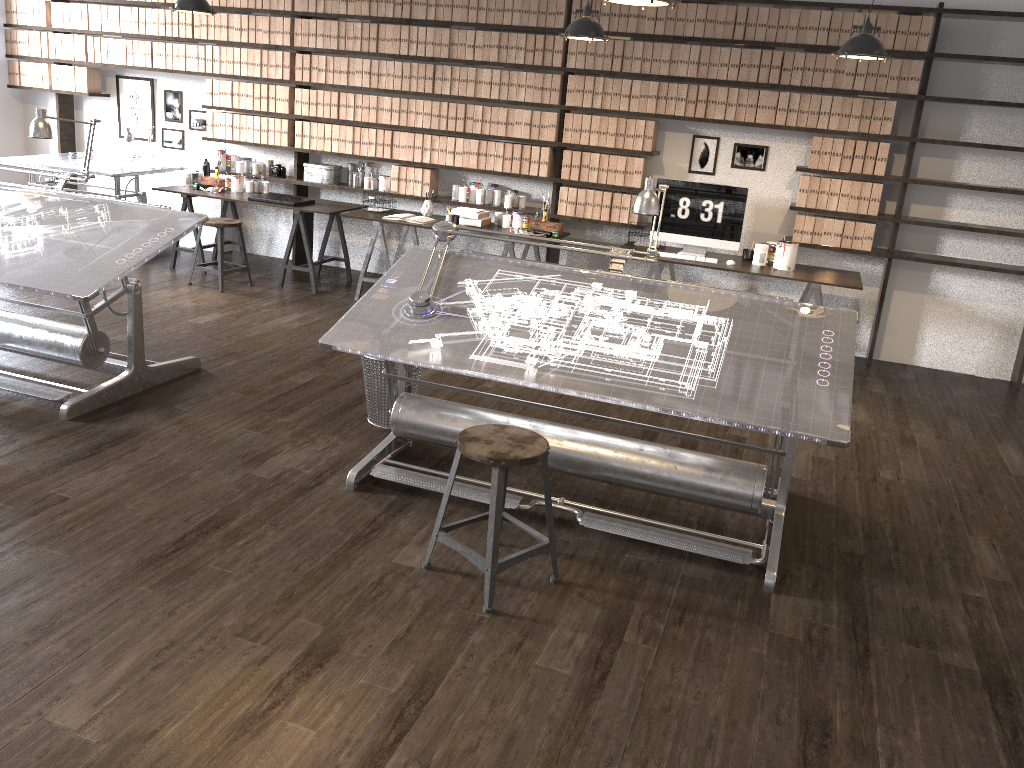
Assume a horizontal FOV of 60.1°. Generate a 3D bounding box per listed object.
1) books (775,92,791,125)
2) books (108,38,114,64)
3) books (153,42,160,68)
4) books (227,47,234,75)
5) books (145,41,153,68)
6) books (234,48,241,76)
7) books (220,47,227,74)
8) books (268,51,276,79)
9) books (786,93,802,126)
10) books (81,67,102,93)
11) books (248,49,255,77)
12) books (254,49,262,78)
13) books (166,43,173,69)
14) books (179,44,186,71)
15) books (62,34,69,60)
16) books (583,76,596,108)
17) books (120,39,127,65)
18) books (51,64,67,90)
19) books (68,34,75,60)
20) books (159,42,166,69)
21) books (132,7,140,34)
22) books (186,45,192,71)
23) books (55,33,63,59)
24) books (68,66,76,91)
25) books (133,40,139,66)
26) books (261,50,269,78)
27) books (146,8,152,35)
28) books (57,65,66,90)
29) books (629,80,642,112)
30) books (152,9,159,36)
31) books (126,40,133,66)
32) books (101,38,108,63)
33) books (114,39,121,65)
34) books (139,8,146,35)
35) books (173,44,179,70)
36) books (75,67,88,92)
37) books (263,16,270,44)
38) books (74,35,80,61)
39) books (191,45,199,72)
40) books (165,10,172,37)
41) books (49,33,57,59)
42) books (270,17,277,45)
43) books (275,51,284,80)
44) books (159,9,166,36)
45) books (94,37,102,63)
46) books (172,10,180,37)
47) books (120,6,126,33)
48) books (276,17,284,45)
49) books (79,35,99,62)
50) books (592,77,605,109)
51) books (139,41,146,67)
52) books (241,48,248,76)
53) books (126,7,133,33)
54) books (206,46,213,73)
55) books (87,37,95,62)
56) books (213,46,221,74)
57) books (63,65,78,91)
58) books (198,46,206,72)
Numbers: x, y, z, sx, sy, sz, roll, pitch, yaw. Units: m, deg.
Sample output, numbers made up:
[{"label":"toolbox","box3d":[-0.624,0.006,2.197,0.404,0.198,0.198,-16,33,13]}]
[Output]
[{"label":"books","box3d":[1.918,-1.945,6.263,0.067,0.222,0.176,10,17,17]},{"label":"books","box3d":[-3.560,-2.996,8.000,0.067,0.222,0.176,10,17,17]},{"label":"books","box3d":[-3.097,-2.907,7.854,0.067,0.222,0.176,10,17,17]},{"label":"books","box3d":[-2.370,-2.774,7.621,0.067,0.222,0.176,10,17,17]},{"label":"books","box3d":[-3.169,-2.919,7.871,0.067,0.223,0.176,10,17,17]},{"label":"books","box3d":[-2.305,-2.760,7.597,0.067,0.223,0.176,10,17,17]},{"label":"books","box3d":[-2.435,-2.787,7.644,0.067,0.222,0.176,10,17,17]},{"label":"books","box3d":[-1.984,-2.699,7.500,0.067,0.222,0.176,10,17,17]},{"label":"books","box3d":[1.987,-1.933,6.245,0.067,0.222,0.176,10,17,17]},{"label":"books","box3d":[-3.878,-2.797,8.162,0.067,0.222,0.176,10,17,17]},{"label":"books","box3d":[-2.177,-2.736,7.560,0.067,0.222,0.176,10,17,17]},{"label":"books","box3d":[-2.116,-2.723,7.536,0.067,0.223,0.176,10,17,17]},{"label":"books","box3d":[-2.964,-2.881,7.811,0.067,0.222,0.176,10,17,17]},{"label":"books","box3d":[-2.836,-2.855,7.765,0.067,0.223,0.176,10,17,17]},{"label":"books","box3d":[-4.048,-3.097,8.152,0.067,0.222,0.176,10,17,17]},{"label":"books","box3d":[0.600,-2.199,6.679,0.067,0.222,0.176,10,17,17]},{"label":"books","box3d":[-3.429,-2.969,7.951,0.067,0.222,0.176,10,17,17]},{"label":"books","box3d":[-4.200,-2.857,8.260,0.067,0.223,0.176,10,17,17]},{"label":"books","box3d":[-3.983,-3.084,8.130,0.067,0.222,0.176,10,17,17]},{"label":"books","box3d":[-3.032,-2.893,7.828,0.067,0.222,0.176,10,17,17]},{"label":"books","box3d":[-3.271,-3.204,7.838,0.067,0.223,0.176,10,17,17]},{"label":"books","box3d":[-2.771,-2.844,7.749,0.067,0.222,0.176,10,17,17]},{"label":"books","box3d":[-4.115,-3.109,8.169,0.067,0.222,0.176,10,17,17]},{"label":"books","box3d":[-4.011,-2.820,8.199,0.067,0.223,0.176,10,17,17]},{"label":"books","box3d":[-3.300,-2.945,7.915,0.067,0.222,0.176,10,17,17]},{"label":"books","box3d":[-2.050,-2.712,7.521,0.067,0.222,0.176,10,17,17]},{"label":"books","box3d":[-3.138,-3.180,7.802,0.067,0.222,0.176,10,17,17]},{"label":"books","box3d":[-4.131,-2.845,8.240,0.067,0.222,0.176,10,17,17]},{"label":"books","box3d":[0.934,-2.136,6.577,0.067,0.222,0.176,10,17,17]},{"label":"books","box3d":[-3.073,-3.166,7.778,0.067,0.222,0.176,10,17,17]},{"label":"books","box3d":[-3.361,-2.955,7.930,0.067,0.223,0.176,10,17,17]},{"label":"books","box3d":[-3.626,-3.009,8.019,0.067,0.222,0.176,10,17,17]},{"label":"books","box3d":[-3.496,-2.983,7.976,0.067,0.222,0.176,10,17,17]},{"label":"books","box3d":[-3.204,-3.192,7.821,0.067,0.222,0.176,10,17,17]},{"label":"books","box3d":[-2.897,-2.868,7.790,0.067,0.222,0.176,10,17,17]},{"label":"books","box3d":[-3.943,-2.810,8.185,0.067,0.222,0.176,10,17,17]},{"label":"books","box3d":[-2.016,-2.962,7.441,0.067,0.223,0.176,10,17,17]},{"label":"books","box3d":[-3.913,-3.070,8.107,0.067,0.222,0.176,10,17,17]},{"label":"books","box3d":[-2.713,-2.832,7.729,0.067,0.222,0.176,10,17,17]},{"label":"books","box3d":[-2.939,-3.139,7.732,0.067,0.223,0.176,10,17,17]},{"label":"books","box3d":[-4.184,-3.121,8.188,0.067,0.222,0.176,10,17,17]},{"label":"books","box3d":[-1.952,-2.951,7.425,0.067,0.222,0.176,10,17,17]},{"label":"books","box3d":[-1.918,-2.685,7.475,0.067,0.222,0.176,10,17,17]},{"label":"books","box3d":[-3.006,-3.152,7.753,0.067,0.222,0.176,10,17,17]},{"label":"books","box3d":[-3.694,-3.020,8.036,0.067,0.223,0.176,10,17,17]},{"label":"books","box3d":[-2.878,-3.129,7.717,0.067,0.222,0.176,10,17,17]},{"label":"books","box3d":[-3.398,-3.229,7.881,0.067,0.222,0.176,10,17,17]},{"label":"books","box3d":[-1.893,-2.939,7.405,0.067,0.222,0.176,10,17,17]},{"label":"books","box3d":[-3.855,-3.057,8.084,0.067,0.223,0.176,10,17,17]},{"label":"books","box3d":[0.669,-2.187,6.661,0.067,0.222,0.176,10,17,17]},{"label":"books","box3d":[-3.237,-2.934,7.898,0.067,0.222,0.176,10,17,17]},{"label":"books","box3d":[-2.237,-2.747,7.577,0.067,0.222,0.176,10,17,17]},{"label":"books","box3d":[-3.339,-3.217,7.861,0.067,0.222,0.176,10,17,17]},{"label":"books","box3d":[-2.571,-2.810,7.679,0.067,0.222,0.176,10,17,17]},{"label":"books","box3d":[-3.770,-3.035,8.063,0.067,0.222,0.176,10,17,17]},{"label":"books","box3d":[-2.502,-2.798,7.661,0.067,0.222,0.176,10,17,17]},{"label":"books","box3d":[-4.072,-2.834,8.223,0.067,0.222,0.176,10,17,17]},{"label":"books","box3d":[-2.645,-2.818,7.706,0.067,0.223,0.176,10,17,17]}]
